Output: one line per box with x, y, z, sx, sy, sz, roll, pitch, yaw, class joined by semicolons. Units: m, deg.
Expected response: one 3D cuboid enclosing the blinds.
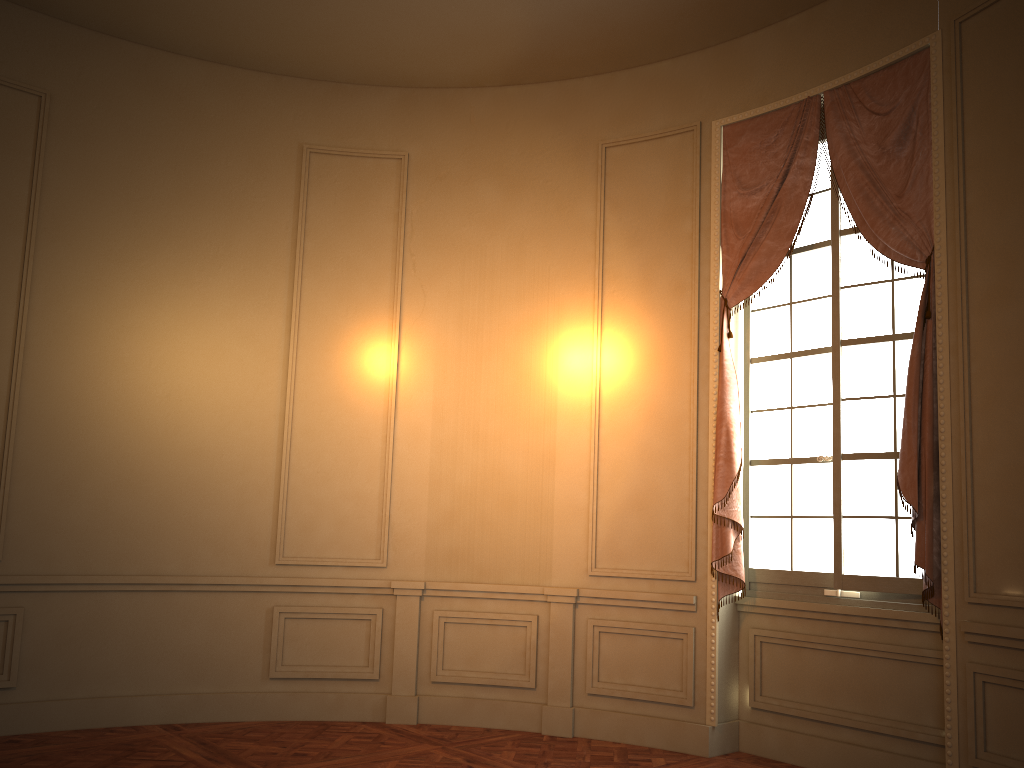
1.628;-0.182;4.745;0.293;2.964;1.305;8;-10;-40;blinds

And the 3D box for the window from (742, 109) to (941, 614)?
1.801;-0.217;4.911;0.157;2.824;1.282;8;-9;-40;window
